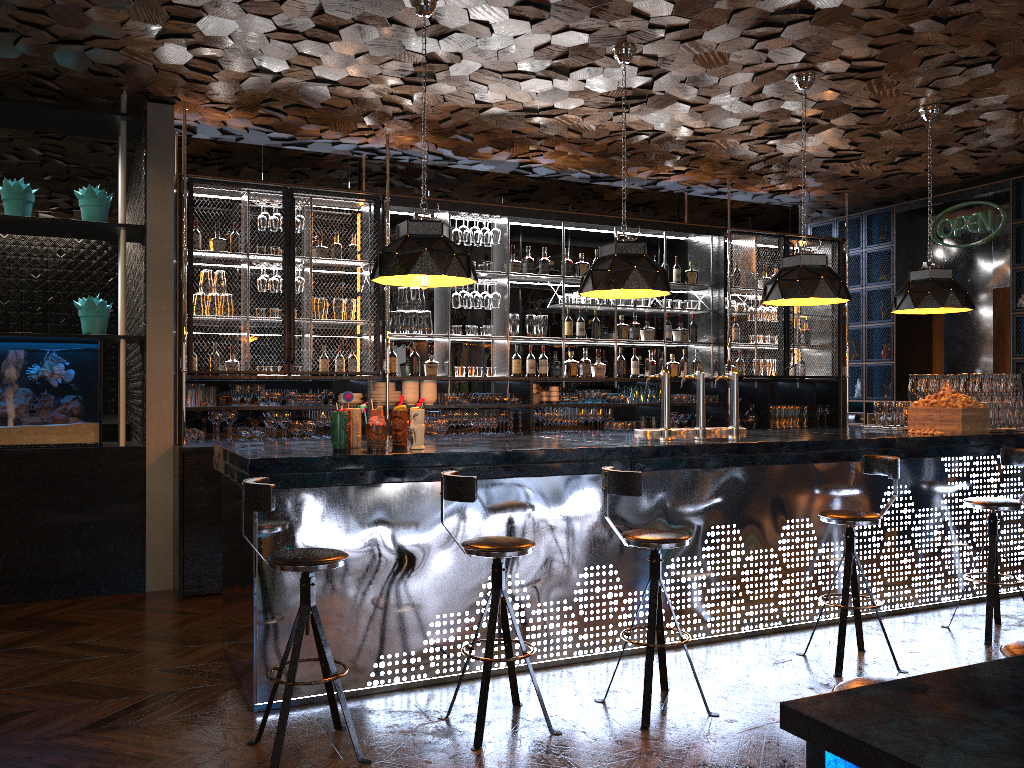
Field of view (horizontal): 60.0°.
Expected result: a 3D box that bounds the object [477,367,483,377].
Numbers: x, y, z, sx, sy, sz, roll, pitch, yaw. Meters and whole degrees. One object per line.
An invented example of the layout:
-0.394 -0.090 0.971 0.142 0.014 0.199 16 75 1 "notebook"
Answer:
-0.309 -0.103 7.974 0.089 0.092 0.089 0 0 -15 "object"

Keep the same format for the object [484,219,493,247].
-0.216 -1.377 8.082 0.092 0.244 0.092 0 0 25 "object"

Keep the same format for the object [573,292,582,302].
0.617 -0.812 8.317 0.089 0.092 0.089 0 0 16 "object"

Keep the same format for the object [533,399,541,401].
0.187 0.149 8.045 0.149 0.023 0.149 0 0 -41 "object"

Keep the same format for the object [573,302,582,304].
0.617 -0.792 8.317 0.089 0.092 0.089 0 0 36 "object"

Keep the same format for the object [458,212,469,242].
-0.427 -1.379 7.798 0.092 0.244 0.092 0 0 25 "object"

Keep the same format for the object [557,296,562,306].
0.474 -0.792 8.437 0.089 0.092 0.089 0 0 36 "object"

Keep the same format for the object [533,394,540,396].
0.185 0.105 8.044 0.149 0.026 0.148 0 0 -19 "object"

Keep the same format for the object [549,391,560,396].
0.385 0.102 8.126 0.094 0.069 0.106 0 0 16 "object"

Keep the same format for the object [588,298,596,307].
0.766 -0.791 8.553 0.089 0.092 0.089 0 0 -36 "object"

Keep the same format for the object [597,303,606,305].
0.848 -0.791 8.437 0.089 0.092 0.089 0 0 0 "object"

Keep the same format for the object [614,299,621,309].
1.042 -0.790 8.717 0.089 0.092 0.089 0 0 14 "object"

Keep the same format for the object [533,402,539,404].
0.187 0.170 8.045 0.149 0.022 0.149 0 0 33 "object"

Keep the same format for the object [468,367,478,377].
-0.347 -0.104 7.848 0.089 0.092 0.089 0 0 28 "object"

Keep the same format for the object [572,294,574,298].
0.578 -0.812 8.473 0.089 0.092 0.089 0 0 0 "object"

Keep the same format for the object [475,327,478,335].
-0.353 -0.470 8.010 0.089 0.092 0.089 0 0 6 "object"

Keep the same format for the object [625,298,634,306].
1.139 -0.791 8.589 0.089 0.092 0.089 0 0 28 "object"

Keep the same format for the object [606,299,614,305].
0.954 -0.791 8.668 0.089 0.092 0.089 0 0 16 "object"

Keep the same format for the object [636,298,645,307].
1.244 -0.791 8.612 0.089 0.092 0.089 0 0 28 "object"

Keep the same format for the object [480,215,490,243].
-0.238 -1.378 7.888 0.092 0.244 0.092 0 0 25 "object"

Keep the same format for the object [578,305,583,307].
0.662 -0.791 8.541 0.089 0.092 0.089 0 0 0 "object"

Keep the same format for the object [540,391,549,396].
0.305 0.102 8.184 0.105 0.069 0.094 0 0 42 "object"

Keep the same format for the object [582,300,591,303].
0.705 -0.814 8.402 0.089 0.092 0.089 0 0 -36 "object"

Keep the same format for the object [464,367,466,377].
-0.463 -0.103 7.995 0.089 0.092 0.089 0 0 36 "object"

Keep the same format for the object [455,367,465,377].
-0.460 -0.104 7.808 0.089 0.092 0.089 0 0 36 "object"

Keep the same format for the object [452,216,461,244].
-0.498 -1.378 7.947 0.092 0.244 0.092 0 0 25 "object"

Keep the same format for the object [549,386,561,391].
0.387 0.057 8.115 0.094 0.068 0.106 0 0 -26 "object"

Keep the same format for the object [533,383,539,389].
0.180 0.029 8.040 0.094 0.069 0.106 0 0 -20 "object"

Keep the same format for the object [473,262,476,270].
-0.365 -1.039 7.901 0.089 0.092 0.089 0 0 33 "object"

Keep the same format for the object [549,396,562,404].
0.389 0.147 8.124 0.106 0.067 0.094 0 0 -37 "object"

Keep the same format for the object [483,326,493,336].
-0.212 -0.470 7.885 0.089 0.092 0.089 0 0 -41 "object"

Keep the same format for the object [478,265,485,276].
-0.265 -1.038 8.096 0.089 0.092 0.089 0 0 33 "object"

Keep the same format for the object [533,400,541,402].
0.187 0.160 8.045 0.149 0.023 0.149 0 0 33 "object"

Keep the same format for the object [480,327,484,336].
-0.248 -0.469 8.068 0.089 0.092 0.089 0 0 -41 "object"

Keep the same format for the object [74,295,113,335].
-3.087 -0.507 6.534 0.265 0.325 0.245 0 0 -32 "object"

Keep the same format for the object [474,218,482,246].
-0.309 -1.378 8.037 0.092 0.244 0.092 0 0 25 "object"

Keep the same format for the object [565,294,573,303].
0.524 -0.792 8.280 0.089 0.092 0.089 0 0 0 "object"

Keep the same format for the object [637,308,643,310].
1.280 -0.790 8.821 0.089 0.092 0.089 0 0 39 "object"

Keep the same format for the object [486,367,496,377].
-0.187 -0.103 7.963 0.089 0.092 0.089 0 0 -15 "object"

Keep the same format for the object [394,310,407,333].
-0.959 -0.530 7.630 0.105 0.209 0.105 0 0 20 "object"

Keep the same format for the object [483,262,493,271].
-0.213 -1.038 7.917 0.089 0.092 0.089 0 0 33 "object"

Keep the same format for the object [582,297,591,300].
0.705 -0.840 8.402 0.089 0.092 0.089 0 0 -30 "object"

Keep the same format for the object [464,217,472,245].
-0.398 -1.378 7.994 0.092 0.244 0.092 0 0 25 "object"

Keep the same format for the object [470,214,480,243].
-0.327 -1.379 7.845 0.092 0.244 0.092 0 0 25 "object"

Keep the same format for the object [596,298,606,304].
0.848 -0.812 8.437 0.089 0.092 0.089 0 0 -35 "object"

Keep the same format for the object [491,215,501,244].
-0.145 -1.378 7.933 0.092 0.244 0.092 0 0 25 "object"

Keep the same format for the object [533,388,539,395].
0.190 0.073 8.044 0.107 0.070 0.094 0 0 5 "object"

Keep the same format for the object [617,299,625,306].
1.045 -0.791 8.530 0.089 0.092 0.089 0 0 36 "object"

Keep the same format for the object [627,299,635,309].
1.162 -0.790 8.732 0.089 0.092 0.089 0 0 -26 "object"

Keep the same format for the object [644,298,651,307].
1.319 -0.790 8.685 0.089 0.092 0.089 0 0 19 "object"

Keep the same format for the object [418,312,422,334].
-0.803 -0.529 7.815 0.105 0.209 0.105 0 0 20 "object"

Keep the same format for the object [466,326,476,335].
-0.368 -0.470 7.879 0.089 0.092 0.089 0 0 43 "object"

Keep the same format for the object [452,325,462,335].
-0.490 -0.470 7.868 0.089 0.092 0.089 0 0 43 "object"

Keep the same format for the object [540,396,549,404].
0.298 0.147 8.183 0.094 0.067 0.106 0 0 27 "object"
